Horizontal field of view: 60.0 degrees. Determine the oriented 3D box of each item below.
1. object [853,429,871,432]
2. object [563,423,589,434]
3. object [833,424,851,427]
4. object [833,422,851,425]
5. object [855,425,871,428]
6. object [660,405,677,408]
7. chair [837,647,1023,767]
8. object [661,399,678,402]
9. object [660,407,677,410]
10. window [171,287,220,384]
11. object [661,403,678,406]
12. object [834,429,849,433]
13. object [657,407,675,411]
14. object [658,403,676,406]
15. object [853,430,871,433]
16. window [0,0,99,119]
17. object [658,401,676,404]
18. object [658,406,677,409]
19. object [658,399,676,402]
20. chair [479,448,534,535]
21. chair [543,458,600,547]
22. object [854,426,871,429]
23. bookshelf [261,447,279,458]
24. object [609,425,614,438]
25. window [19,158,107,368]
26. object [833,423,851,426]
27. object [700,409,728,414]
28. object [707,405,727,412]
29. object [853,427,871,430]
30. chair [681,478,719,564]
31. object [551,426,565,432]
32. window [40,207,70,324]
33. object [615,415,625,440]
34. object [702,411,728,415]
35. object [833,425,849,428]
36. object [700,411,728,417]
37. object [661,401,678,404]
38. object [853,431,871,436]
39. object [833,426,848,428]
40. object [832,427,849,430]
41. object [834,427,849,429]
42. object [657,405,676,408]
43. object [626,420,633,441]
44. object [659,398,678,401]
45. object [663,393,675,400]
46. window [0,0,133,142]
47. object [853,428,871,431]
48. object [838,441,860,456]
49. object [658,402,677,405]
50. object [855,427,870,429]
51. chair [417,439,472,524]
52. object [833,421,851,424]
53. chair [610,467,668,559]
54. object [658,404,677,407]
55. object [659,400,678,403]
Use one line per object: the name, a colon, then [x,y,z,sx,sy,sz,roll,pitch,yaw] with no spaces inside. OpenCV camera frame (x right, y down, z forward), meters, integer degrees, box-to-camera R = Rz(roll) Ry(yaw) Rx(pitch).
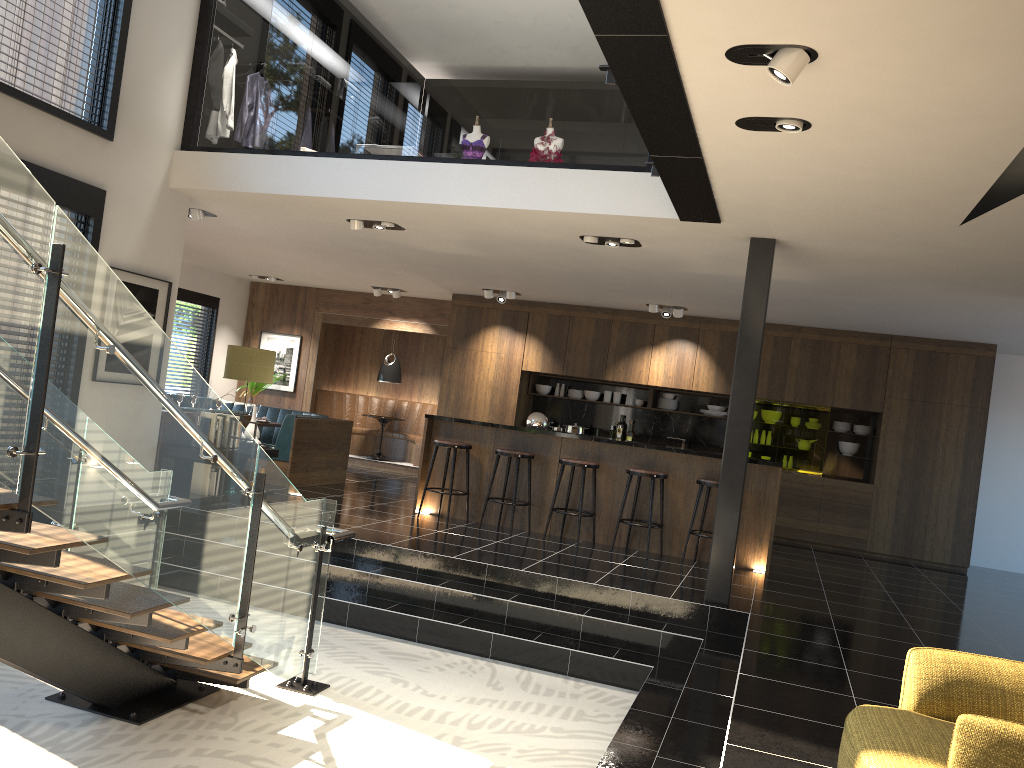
object: [4.478,0.609,11.339,0.220,0.033,0.220,7,-1,1]
object: [0.860,0.642,12.105,0.301,0.218,0.278,8,-2,-40]
object: [4.241,0.545,11.414,0.220,0.033,0.220,7,-2,27]
object: [4.244,0.523,11.415,0.220,0.033,0.220,7,-2,27]
object: [4.485,0.552,11.340,0.220,0.033,0.220,7,-1,1]
object: [2.128,0.313,12.154,0.269,0.024,0.268,8,-2,-34]
chair: [1.396,0.925,2.249,1.030,1.097,0.808,7,-1,16]
object: [2.139,0.232,12.155,0.269,0.024,0.268,8,-2,-34]
object: [2.125,0.341,12.154,0.269,0.024,0.268,8,-2,-34]
window: [-5.031,-0.255,13.043,0.312,2.373,1.506,7,-1,17]
object: [2.132,0.286,12.154,0.269,0.024,0.268,8,-2,-34]
object: [4.233,0.604,11.414,0.220,0.033,0.220,7,-2,27]
object: [2.124,0.348,12.153,0.269,0.024,0.268,8,-2,-34]
object: [2.131,0.293,12.154,0.269,0.024,0.268,8,-2,-34]
object: [4.476,0.620,11.339,0.220,0.033,0.220,7,-1,1]
window: [-3.346,-3.165,6.269,0.005,2.297,1.222,7,-1,17]
object: [2.135,0.266,12.154,0.269,0.024,0.268,8,-2,-34]
object: [2.126,0.332,12.154,0.269,0.024,0.268,8,-2,-34]
object: [2.138,0.239,12.155,0.269,0.024,0.268,8,-2,-34]
chair: [-0.022,1.059,8.779,0.412,0.799,0.413,7,-1,27]
chair: [0.604,1.137,8.585,0.412,0.799,0.413,7,-1,27]
object: [4.483,0.565,11.340,0.220,0.033,0.220,7,-1,1]
bookshelf: [-2.735,0.846,8.358,0.356,0.500,1.305,7,-1,17]
object: [1.379,0.720,12.371,0.057,0.287,0.058,7,-1,30]
window: [-3.653,-0.327,6.207,0.358,2.475,1.394,7,-1,17]
object: [4.242,0.536,11.415,0.220,0.033,0.220,7,-2,27]
object: [2.740,0.389,11.892,0.438,0.039,0.438,9,-2,-37]
object: [2.744,0.341,11.895,0.253,0.088,0.254,6,-2,43]
object: [4.481,0.586,11.339,0.220,0.033,0.220,7,-1,1]
chair: [1.855,1.291,8.195,0.412,0.799,0.413,7,-1,27]
object: [0.646,0.648,12.291,0.210,0.143,0.195,8,-1,-25]
window: [-3.718,-0.335,6.235,0.005,2.297,1.222,7,-1,17]
object: [1.486,0.650,12.346,0.133,0.451,0.116,7,-1,17]
object: [2.738,0.404,11.892,0.438,0.039,0.438,9,-2,-37]
object: [4.240,0.556,11.414,0.220,0.033,0.220,7,-2,27]
object: [2.736,0.416,11.892,0.438,0.039,0.438,9,-2,-37]
object: [2.136,0.259,12.155,0.269,0.024,0.268,8,-2,-34]
object: [4.474,0.633,11.339,0.220,0.033,0.220,7,-1,1]
object: [4.238,0.568,11.414,0.220,0.033,0.220,7,-2,27]
object: [4.235,0.591,11.414,0.220,0.033,0.220,7,-2,27]
object: [4.237,0.579,11.414,0.220,0.033,0.220,7,-2,27]
object: [2.127,0.321,12.154,0.269,0.024,0.268,8,-2,-34]
object: [1.635,0.697,12.306,0.077,0.395,0.077,8,-1,-31]
object: [2.140,0.223,12.155,0.269,0.024,0.268,8,-2,-34]
object: [2.143,0.179,12.156,0.168,0.087,0.168,7,-2,37]
window: [-3.281,-3.157,6.240,0.358,2.475,1.394,7,-1,17]
object: [4.479,0.598,11.339,0.220,0.033,0.220,7,-1,1]
object: [4.321,0.837,11.385,0.264,0.170,0.264,8,-1,-8]
object: [2.133,0.277,12.154,0.269,0.024,0.268,8,-2,-34]
object: [4.482,0.575,11.339,0.220,0.033,0.220,7,-1,1]
chair: [-0.647,0.982,8.974,0.412,0.799,0.413,7,-1,27]
object: [4.245,0.511,11.415,0.220,0.033,0.220,7,-2,27]
chair: [1.230,1.214,8.390,0.412,0.799,0.413,7,-1,27]
object: [2.130,0.304,12.154,0.269,0.024,0.268,8,-2,-34]
object: [2.137,0.250,12.155,0.269,0.024,0.268,8,-2,-34]
